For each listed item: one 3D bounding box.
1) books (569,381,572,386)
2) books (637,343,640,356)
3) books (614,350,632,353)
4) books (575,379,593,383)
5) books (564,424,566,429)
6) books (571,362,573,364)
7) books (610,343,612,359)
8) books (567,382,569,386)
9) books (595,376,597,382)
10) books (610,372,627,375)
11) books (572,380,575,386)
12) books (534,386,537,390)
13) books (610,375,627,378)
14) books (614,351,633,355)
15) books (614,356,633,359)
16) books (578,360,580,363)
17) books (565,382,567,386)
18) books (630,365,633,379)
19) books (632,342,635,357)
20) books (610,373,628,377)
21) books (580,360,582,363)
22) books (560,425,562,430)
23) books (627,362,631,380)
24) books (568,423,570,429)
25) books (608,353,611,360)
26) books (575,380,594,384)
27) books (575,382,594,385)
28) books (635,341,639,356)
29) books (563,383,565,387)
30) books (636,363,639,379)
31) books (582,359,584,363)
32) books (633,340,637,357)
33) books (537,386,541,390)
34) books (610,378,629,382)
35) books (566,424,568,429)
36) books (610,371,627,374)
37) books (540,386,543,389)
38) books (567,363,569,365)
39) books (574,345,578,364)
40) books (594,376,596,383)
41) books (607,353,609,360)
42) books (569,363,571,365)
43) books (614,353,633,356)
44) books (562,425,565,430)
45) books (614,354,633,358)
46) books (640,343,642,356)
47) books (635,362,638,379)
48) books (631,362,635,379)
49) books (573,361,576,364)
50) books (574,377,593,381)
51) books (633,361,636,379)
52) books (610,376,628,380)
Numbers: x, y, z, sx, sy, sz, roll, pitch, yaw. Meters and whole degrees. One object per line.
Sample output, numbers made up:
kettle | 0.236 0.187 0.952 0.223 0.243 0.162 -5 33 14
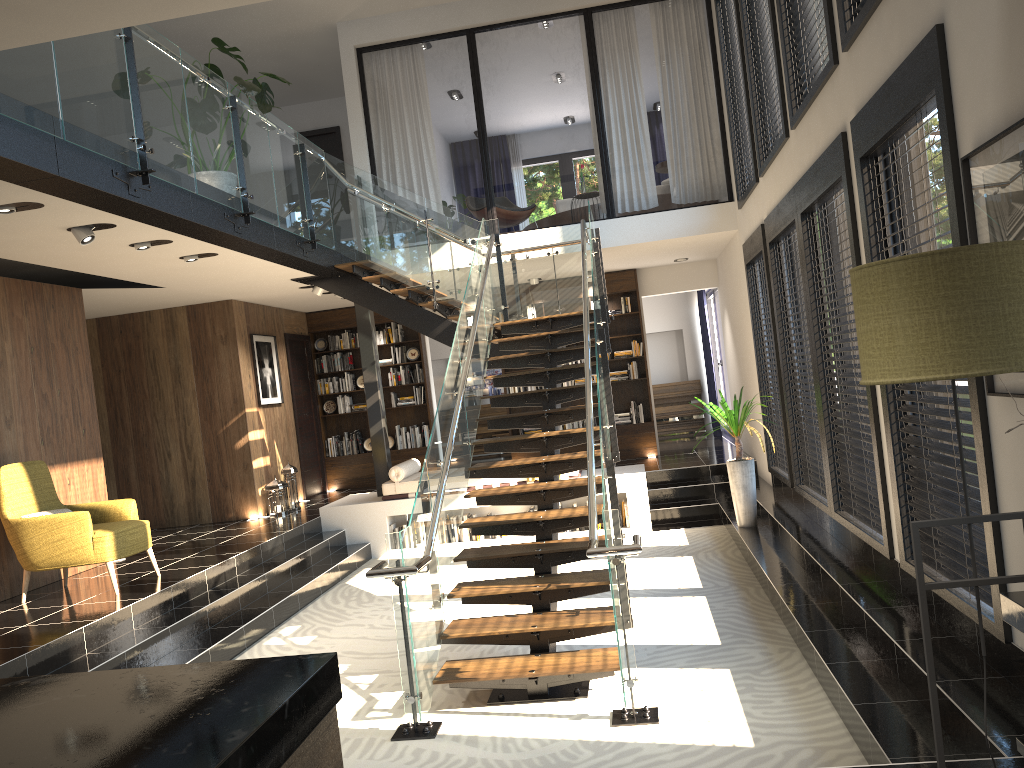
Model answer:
books | 0.834 -0.084 12.809 0.036 0.244 0.194 -7 0 8
books | 1.816 -0.491 12.710 0.023 0.189 0.197 -7 0 8
books | 1.600 -0.464 12.779 0.246 0.021 0.148 -7 0 8
books | 1.039 -0.049 12.809 0.261 0.024 0.167 -7 0 4
books | 0.769 0.545 12.869 0.025 0.274 0.150 -7 1 8
books | 0.866 -0.373 12.838 0.021 0.176 0.161 -7 0 8
books | 1.424 -0.471 12.802 0.025 0.243 0.119 -7 1 8
books | 0.805 -0.081 12.839 0.030 0.245 0.166 -7 0 8
books | 1.226 -0.124 12.799 0.037 0.232 0.231 -7 0 8
books | 1.522 -0.147 12.743 0.260 0.021 0.167 -7 0 5
books | 0.888 -0.099 12.833 0.067 0.261 0.159 -7 0 8
books | 0.337 -0.004 12.941 0.030 0.205 0.170 -7 0 8
books | 1.528 -0.104 12.757 0.247 0.022 0.148 -7 0 8
books | 1.600 -0.443 12.765 0.260 0.020 0.167 -7 0 5
books | 1.608 -0.382 12.771 0.266 0.021 0.156 -7 0 5
books | 0.966 -0.386 12.811 0.027 0.179 0.164 -7 0 8
books | 0.776 -0.064 12.811 0.023 0.218 0.195 -7 0 8
books | 1.710 -0.173 12.714 0.025 0.212 0.167 -7 0 8
books | 1.743 -0.497 12.740 0.026 0.219 0.156 -7 0 8
books | 1.524 -0.126 12.746 0.268 0.022 0.156 -7 0 4
books | 0.992 -0.393 12.818 0.024 0.187 0.148 -7 0 8
books | 0.704 0.534 12.849 0.035 0.312 0.160 -7 1 8
books | 1.680 -0.186 12.707 0.030 0.244 0.176 -7 0 8
books | 0.825 0.569 12.848 0.025 0.214 0.170 -7 0 8
books | 1.397 -0.444 12.775 0.026 0.196 0.147 -7 0 8
books | 1.042 -0.024 12.813 0.275 0.025 0.156 -7 0 4
books | 1.045 0.001 12.815 0.274 0.025 0.156 -7 0 5
books | 1.795 -0.506 12.741 0.023 0.225 0.146 -7 0 8
books | 0.750 -0.094 12.849 0.030 0.284 0.176 -7 0 8
books | 1.801 -0.190 12.728 0.012 0.224 0.097 -7 1 8
books | 1.020 -0.407 12.841 0.030 0.208 0.119 -7 1 8
books | 1.767 -0.510 12.727 0.028 0.240 0.187 -7 0 8
books | 0.377 -0.024 12.916 0.070 0.236 0.206 -7 0 8
books | 1.531 -0.058 12.736 0.288 0.026 0.175 -7 0 12
books | 0.793 0.542 12.840 0.030 0.276 0.160 -7 1 8
books | 1.520 -0.168 12.750 0.272 0.022 0.156 -7 0 6
books | 0.428 -0.017 12.912 0.028 0.210 0.169 -7 0 8
books | 0.808 -0.400 12.836 0.030 0.244 0.142 -7 1 8
books | 0.933 -0.425 12.821 0.032 0.265 0.149 -7 1 8
books | 1.192 -0.136 12.793 0.026 0.263 0.156 -7 0 8
books | 1.371 -0.474 12.794 0.023 0.261 0.146 -7 1 8
books | 0.836 -0.397 12.820 0.028 0.231 0.167 -7 0 8
books | 1.603 -0.423 12.767 0.259 0.020 0.167 -7 0 6
books | 0.740 0.555 12.855 0.030 0.262 0.173 -7 0 8
books | 1.606 -0.403 12.772 0.272 0.021 0.156 -7 0 6
books | 1.853 -0.498 12.706 0.051 0.194 0.192 -7 0 8
books | 1.781 -0.199 12.714 0.022 0.247 0.132 -7 1 8
books | 1.733 -0.193 12.719 0.023 0.246 0.147 -7 0 8
books | 0.900 -0.375 12.836 0.047 0.171 0.167 -7 0 8
books | 1.036 -0.073 12.814 0.274 0.025 0.156 -7 0 11
books | 1.754 -0.198 12.694 0.026 0.251 0.178 -7 0 8
books | 1.530 -0.082 12.747 0.274 0.022 0.156 -7 0 5
